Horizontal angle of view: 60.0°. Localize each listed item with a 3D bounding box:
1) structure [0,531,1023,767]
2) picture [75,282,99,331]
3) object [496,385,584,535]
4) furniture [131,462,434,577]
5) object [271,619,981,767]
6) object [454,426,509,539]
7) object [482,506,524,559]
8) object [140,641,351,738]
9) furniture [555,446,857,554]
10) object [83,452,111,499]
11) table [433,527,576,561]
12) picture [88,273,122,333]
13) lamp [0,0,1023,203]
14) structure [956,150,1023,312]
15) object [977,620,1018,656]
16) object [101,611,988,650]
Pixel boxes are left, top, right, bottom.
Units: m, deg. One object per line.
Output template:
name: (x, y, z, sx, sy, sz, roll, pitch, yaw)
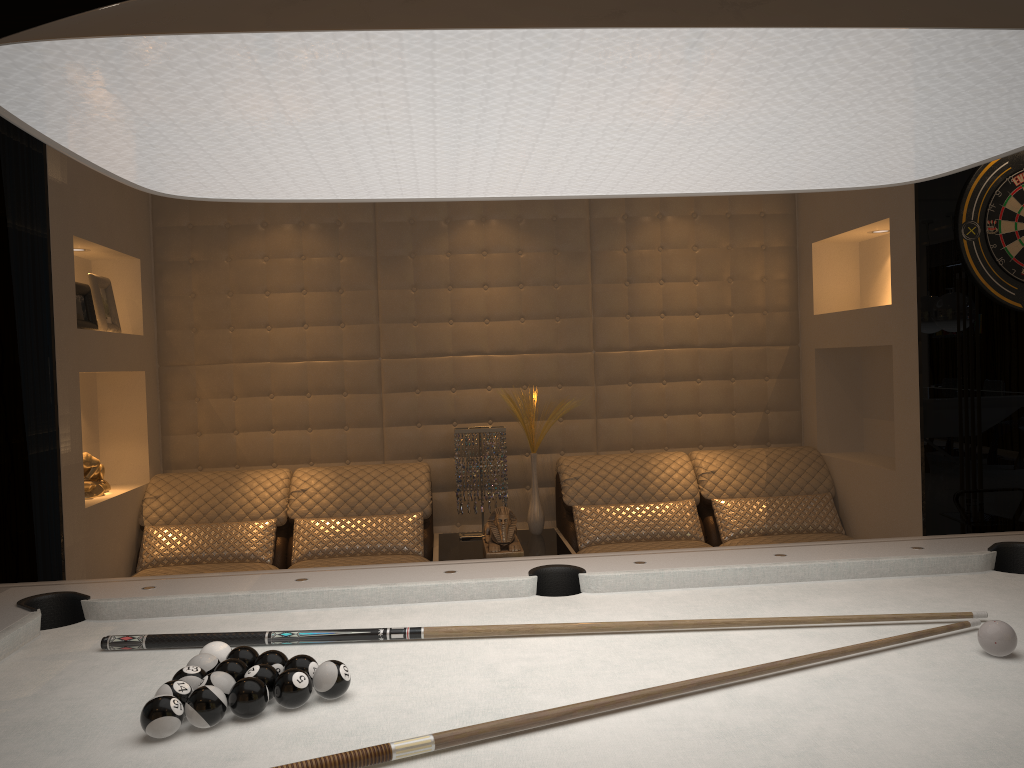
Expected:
structure: (0.156, 0.821, 1.383, 2.912, 0.812, 1.659, -2, 1, -5)
picture: (-1.754, -0.308, 3.563, 0.090, 0.209, 0.264, -2, 1, -5)
object: (0.142, 0.361, 4.183, 0.390, 0.718, 0.388, -2, 1, -13)
furniture: (-0.987, 0.811, 3.791, 1.312, 0.810, 1.107, -2, 1, -5)
object: (0.094, 0.452, 1.231, 1.605, 0.026, 0.028, -3, 1, -25)
object: (-0.145, 0.462, 4.214, 0.247, 0.522, 0.124, -2, 1, -5)
object: (-0.044, 0.622, 3.799, 0.155, 0.217, 0.344, -2, 1, -5)
object: (-0.428, 0.452, 1.371, 0.299, 0.057, 0.265, -3, 1, -30)
furniture: (0.913, 0.742, 3.944, 1.312, 0.810, 1.107, -2, 1, -5)
object: (-1.793, 0.383, 3.763, 0.124, 0.202, 0.409, -2, 1, -1)
table: (-0.031, 0.956, 3.867, 0.608, 0.457, 1.143, -2, 1, -5)
picture: (-1.776, -0.339, 3.845, 0.094, 0.262, 0.211, -2, 1, -5)
lamp: (0.094, -0.871, 1.363, 1.578, 0.995, 0.939, -2, 1, -4)
structure: (2.043, -0.611, 3.435, 0.669, 0.669, 0.048, -2, 1, -5)
object: (0.783, 0.410, 1.431, 0.057, 0.057, 0.057, -3, 2, -35)
object: (0.057, 0.445, 1.612, 1.605, 0.026, 0.028, -2, 1, 0)
